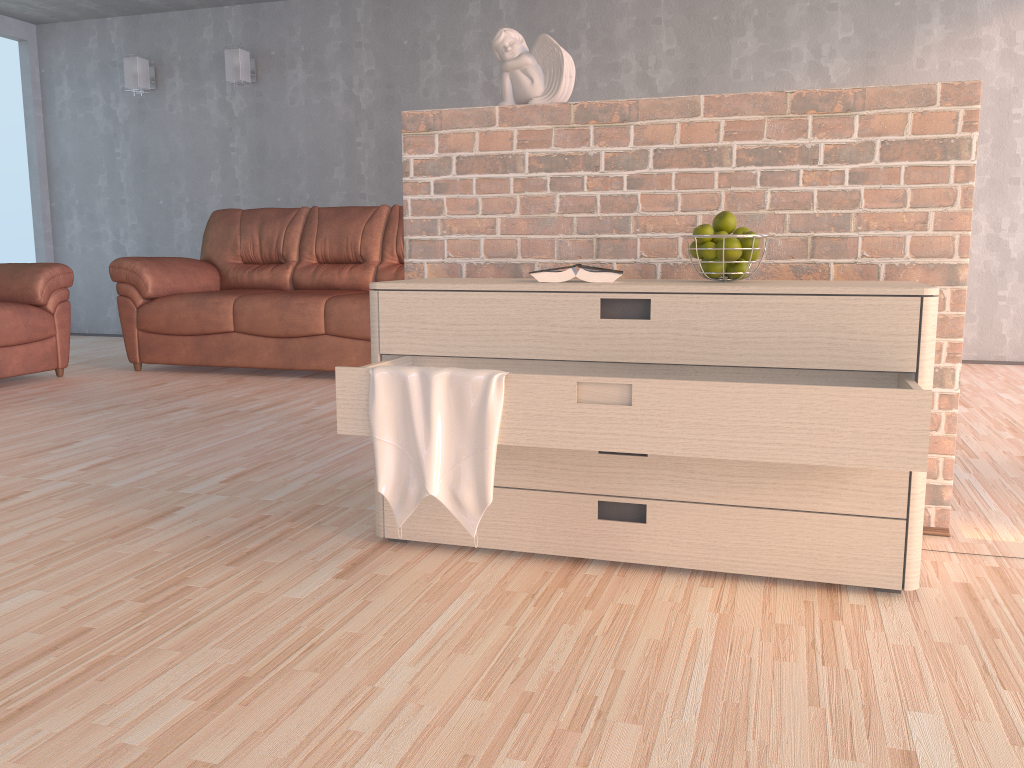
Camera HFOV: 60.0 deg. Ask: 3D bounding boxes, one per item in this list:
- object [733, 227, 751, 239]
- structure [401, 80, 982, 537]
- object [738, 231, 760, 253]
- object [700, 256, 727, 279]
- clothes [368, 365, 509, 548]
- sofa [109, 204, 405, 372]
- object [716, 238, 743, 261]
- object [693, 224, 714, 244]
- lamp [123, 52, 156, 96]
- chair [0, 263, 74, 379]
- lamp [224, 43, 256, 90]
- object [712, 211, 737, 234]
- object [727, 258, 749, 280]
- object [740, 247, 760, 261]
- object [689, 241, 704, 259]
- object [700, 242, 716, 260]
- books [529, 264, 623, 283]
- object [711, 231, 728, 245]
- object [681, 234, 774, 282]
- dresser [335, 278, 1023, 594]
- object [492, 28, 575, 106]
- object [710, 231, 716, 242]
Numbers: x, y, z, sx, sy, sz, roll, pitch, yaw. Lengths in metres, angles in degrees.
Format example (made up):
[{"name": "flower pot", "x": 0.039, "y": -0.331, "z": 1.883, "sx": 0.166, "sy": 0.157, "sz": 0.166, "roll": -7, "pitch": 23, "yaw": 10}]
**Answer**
[{"name": "object", "x": 0.511, "y": -0.327, "z": 1.969, "sx": 0.043, "sy": 0.043, "sz": 0.039, "roll": 0, "pitch": 9, "yaw": 3}, {"name": "structure", "x": 0.404, "y": -0.199, "z": 2.358, "sx": 1.422, "sy": 1.057, "sz": 0.211, "roll": 2, "pitch": 9, "yaw": 17}, {"name": "object", "x": 0.515, "y": -0.309, "z": 1.929, "sx": 0.046, "sy": 0.047, "sz": 0.047, "roll": -6, "pitch": 10, "yaw": -35}, {"name": "object", "x": 0.450, "y": -0.264, "z": 1.984, "sx": 0.059, "sy": 0.055, "sz": 0.060, "roll": -5, "pitch": 10, "yaw": -27}, {"name": "clothes", "x": -0.138, "y": 0.149, "z": 1.785, "sx": 0.325, "sy": 0.369, "sz": 0.097, "roll": 3, "pitch": 9, "yaw": 18}, {"name": "sofa", "x": -1.127, "y": -0.596, "z": 5.193, "sx": 2.202, "sy": 0.923, "sz": 0.981, "roll": 2, "pitch": 9, "yaw": 17}, {"name": "object", "x": 0.472, "y": -0.292, "z": 1.933, "sx": 0.057, "sy": 0.057, "sz": 0.057, "roll": -7, "pitch": 11, "yaw": -39}, {"name": "object", "x": 0.422, "y": -0.331, "z": 1.956, "sx": 0.046, "sy": 0.045, "sz": 0.046, "roll": 2, "pitch": 9, "yaw": 17}, {"name": "lamp", "x": -2.830, "y": -2.345, "z": 6.722, "sx": 0.165, "sy": 0.319, "sz": 0.168, "roll": 2, "pitch": 9, "yaw": 17}, {"name": "chair", "x": -2.996, "y": -0.483, "z": 4.626, "sx": 0.936, "sy": 0.879, "sz": 0.970, "roll": 2, "pitch": 9, "yaw": 16}, {"name": "lamp", "x": -1.986, "y": -2.309, "z": 6.465, "sx": 0.165, "sy": 0.319, "sz": 0.177, "roll": 2, "pitch": 9, "yaw": 17}, {"name": "object", "x": 0.475, "y": -0.359, "z": 1.981, "sx": 0.054, "sy": 0.056, "sz": 0.054, "roll": 2, "pitch": 9, "yaw": 17}, {"name": "object", "x": 0.501, "y": -0.255, "z": 1.964, "sx": 0.046, "sy": 0.048, "sz": 0.048, "roll": 1, "pitch": 9, "yaw": 6}, {"name": "object", "x": 0.529, "y": -0.297, "z": 1.990, "sx": 0.053, "sy": 0.054, "sz": 0.053, "roll": -7, "pitch": 11, "yaw": -37}, {"name": "object", "x": 0.421, "y": -0.302, "z": 1.987, "sx": 0.046, "sy": 0.044, "sz": 0.046, "roll": 2, "pitch": 9, "yaw": 13}, {"name": "object", "x": 0.433, "y": -0.293, "z": 1.946, "sx": 0.038, "sy": 0.040, "sz": 0.039, "roll": 4, "pitch": 9, "yaw": 25}, {"name": "books", "x": 0.150, "y": -0.254, "z": 2.028, "sx": 0.209, "sy": 0.040, "sz": 0.146, "roll": 1, "pitch": 9, "yaw": 7}, {"name": "object", "x": 0.461, "y": -0.320, "z": 1.961, "sx": 0.039, "sy": 0.038, "sz": 0.039, "roll": -8, "pitch": 12, "yaw": -43}, {"name": "object", "x": 0.479, "y": -0.281, "z": 1.985, "sx": 0.202, "sy": 0.104, "sz": 0.202, "roll": 1, "pitch": 9, "yaw": 11}, {"name": "dresser", "x": 0.500, "y": 0.097, "z": 1.881, "sx": 1.686, "sy": 0.612, "sz": 0.605, "roll": 2, "pitch": 9, "yaw": 17}, {"name": "object", "x": 0.050, "y": -0.843, "z": 2.368, "sx": 0.216, "sy": 0.218, "sz": 0.131, "roll": 2, "pitch": 9, "yaw": 16}, {"name": "object", "x": 0.452, "y": -0.328, "z": 2.015, "sx": 0.054, "sy": 0.053, "sz": 0.049, "roll": -8, "pitch": 11, "yaw": -41}]
